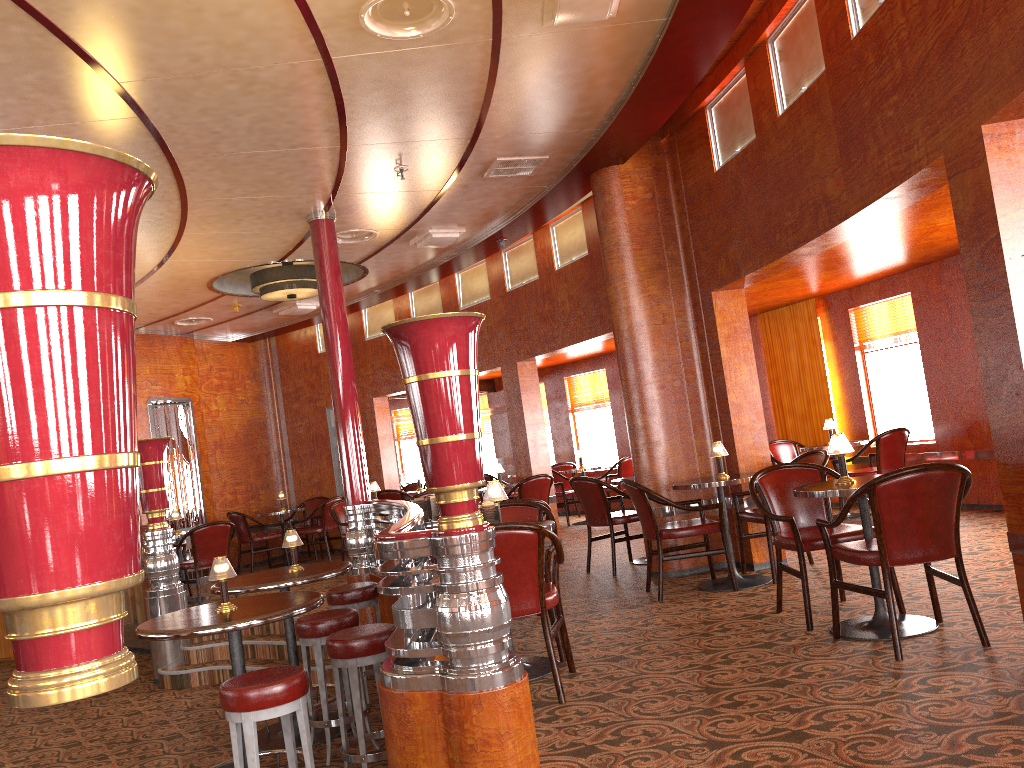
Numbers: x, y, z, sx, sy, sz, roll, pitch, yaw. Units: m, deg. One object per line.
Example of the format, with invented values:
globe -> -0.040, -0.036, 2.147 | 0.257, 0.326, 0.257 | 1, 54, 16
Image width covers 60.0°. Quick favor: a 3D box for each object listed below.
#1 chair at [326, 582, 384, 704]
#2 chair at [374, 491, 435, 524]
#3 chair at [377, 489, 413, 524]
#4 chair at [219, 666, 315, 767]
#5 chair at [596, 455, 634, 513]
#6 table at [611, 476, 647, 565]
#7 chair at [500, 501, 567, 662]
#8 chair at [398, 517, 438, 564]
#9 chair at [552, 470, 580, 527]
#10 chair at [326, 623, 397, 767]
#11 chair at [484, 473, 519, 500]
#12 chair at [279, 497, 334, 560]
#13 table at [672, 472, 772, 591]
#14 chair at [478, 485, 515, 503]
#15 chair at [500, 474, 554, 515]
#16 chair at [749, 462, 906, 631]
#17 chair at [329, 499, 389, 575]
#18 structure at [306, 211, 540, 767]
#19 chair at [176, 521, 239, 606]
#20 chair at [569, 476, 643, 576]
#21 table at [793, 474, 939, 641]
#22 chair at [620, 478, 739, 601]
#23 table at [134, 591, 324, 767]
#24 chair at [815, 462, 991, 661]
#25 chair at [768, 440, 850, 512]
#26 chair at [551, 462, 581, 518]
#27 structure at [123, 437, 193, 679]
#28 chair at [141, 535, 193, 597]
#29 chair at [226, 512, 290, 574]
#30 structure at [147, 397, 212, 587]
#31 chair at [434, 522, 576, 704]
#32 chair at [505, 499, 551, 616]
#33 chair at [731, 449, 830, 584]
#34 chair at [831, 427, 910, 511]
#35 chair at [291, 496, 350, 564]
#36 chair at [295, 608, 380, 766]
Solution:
chair -> -1.025, 1.732, 5.935 | 0.350, 0.755, 0.350 | -10, -4, 27
chair -> -1.009, 1.513, 9.011 | 0.616, 0.816, 0.587 | -11, -4, 36
chair -> -1.415, 1.754, 11.599 | 0.588, 0.816, 0.615 | -10, -4, 31
chair -> -0.952, 1.553, 3.561 | 0.350, 0.755, 0.350 | -6, -4, -30
chair -> 1.356, 1.357, 11.517 | 0.616, 0.816, 0.587 | -11, -4, 36
table -> 1.223, 1.148, 7.621 | 0.640, 0.719, 0.640 | -10, -4, 23
chair -> -0.010, 1.080, 4.909 | 0.588, 0.816, 0.615 | -8, -4, 6
chair -> -0.515, 1.274, 6.628 | 0.587, 0.816, 0.616 | -7, -4, -19
chair -> 0.610, 1.497, 12.004 | 0.616, 0.816, 0.587 | -11, -4, 36
chair -> -0.673, 1.563, 4.256 | 0.350, 0.755, 0.350 | -5, -4, -37
chair -> -0.119, 1.679, 13.107 | 0.615, 0.816, 0.588 | -7, -4, -21
chair -> -2.792, 1.994, 12.236 | 0.588, 0.816, 0.615 | -9, -4, 21
table -> 1.465, 1.002, 6.048 | 0.640, 0.719, 0.639 | -10, -4, 32
chair -> -0.333, 1.485, 9.963 | 0.587, 0.816, 0.616 | -5, -5, -44
chair -> 0.158, 1.366, 9.258 | 0.587, 0.816, 0.616 | -5, -5, -39
chair -> 1.667, 0.839, 4.845 | 0.587, 0.816, 0.616 | -8, -4, -9
chair -> -1.644, 1.653, 9.717 | 0.587, 0.816, 0.616 | -5, -5, -39
structure -> -0.804, 0.204, 5.154 | 0.549, 3.602, 4.359 | -7, -4, -14
chair -> -3.052, 1.790, 8.851 | 0.587, 0.816, 0.616 | -5, -5, -44
chair -> 0.848, 1.136, 7.393 | 0.615, 0.816, 0.588 | -6, -4, -29
table -> 1.770, 0.839, 4.364 | 0.639, 0.719, 0.640 | -6, -4, -27
chair -> 1.100, 1.003, 6.027 | 0.615, 0.816, 0.588 | -8, -4, -4
table -> -1.250, 1.532, 4.137 | 0.850, 0.959, 0.850 | -9, -4, 14
chair -> 1.778, 0.764, 4.017 | 0.588, 0.816, 0.616 | -8, -4, -4
chair -> 2.958, 0.955, 9.045 | 0.587, 0.816, 0.616 | -6, -4, -29
chair -> 0.661, 1.547, 12.805 | 0.587, 0.816, 0.616 | -7, -4, -21
structure -> -3.716, 1.663, 8.644 | 0.623, 2.022, 3.173 | -5, -5, -38
chair -> -3.947, 1.975, 9.673 | 0.616, 0.816, 0.587 | -10, -4, 31
chair -> -3.329, 2.018, 11.508 | 0.615, 0.816, 0.588 | -5, -5, -44
structure -> -4.130, 1.326, 11.118 | 0.557, 2.352, 0.811 | -10, -4, 33
chair -> -0.024, 1.023, 4.076 | 0.588, 0.816, 0.616 | -8, -4, 1
chair -> -0.025, 1.127, 5.543 | 0.587, 0.816, 0.616 | -7, -4, -19
chair -> 1.923, 0.895, 6.146 | 0.615, 0.816, 0.588 | -8, -4, -9
chair -> 3.427, 0.835, 8.284 | 0.587, 0.816, 0.616 | -6, -4, -29
chair -> -2.456, 1.899, 11.571 | 0.616, 0.816, 0.588 | -10, -4, 26
chair -> -0.980, 1.652, 4.903 | 0.350, 0.755, 0.350 | -5, -4, -37
